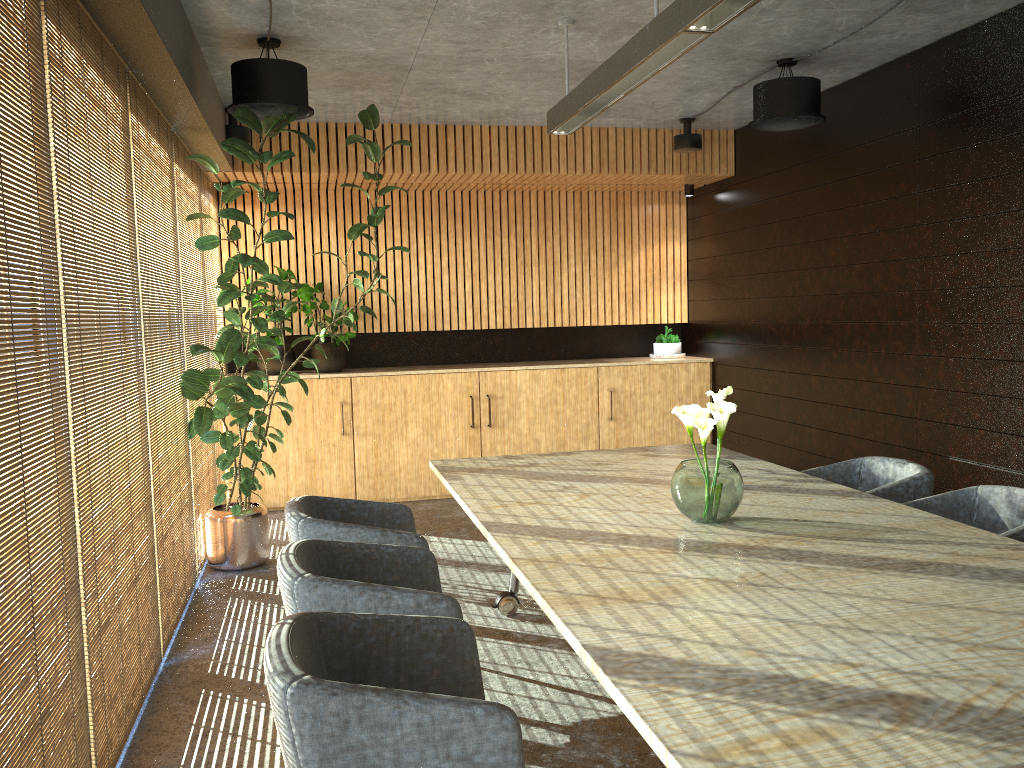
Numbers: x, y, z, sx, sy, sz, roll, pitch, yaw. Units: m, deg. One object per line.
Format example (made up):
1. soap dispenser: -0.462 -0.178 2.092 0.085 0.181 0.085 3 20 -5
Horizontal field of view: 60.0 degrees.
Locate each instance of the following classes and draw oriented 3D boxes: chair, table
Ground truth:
1. chair: -0.302 1.143 2.518 0.761 0.944 0.706 -3 5 -12
2. chair: 2.038 0.962 3.956 0.761 0.944 0.706 -3 5 -12
3. table: 0.826 1.025 3.688 1.816 0.927 3.932 -3 5 -12
4. chair: -0.499 1.077 3.394 0.761 0.944 0.706 -3 5 -12
5. chair: 1.841 0.897 4.831 0.761 0.944 0.706 -3 5 -12
6. chair: -0.696 1.012 4.269 0.761 0.944 0.706 -3 5 -12

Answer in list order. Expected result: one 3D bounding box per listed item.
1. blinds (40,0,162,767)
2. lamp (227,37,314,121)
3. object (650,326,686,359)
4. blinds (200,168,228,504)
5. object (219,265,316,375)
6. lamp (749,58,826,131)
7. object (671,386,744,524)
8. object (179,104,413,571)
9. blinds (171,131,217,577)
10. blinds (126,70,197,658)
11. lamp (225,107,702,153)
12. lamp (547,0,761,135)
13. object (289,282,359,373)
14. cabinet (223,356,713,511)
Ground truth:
1. blinds: -1.724 -0.012 3.826 0.039 3.038 1.422 -3 5 -12
2. lamp: -1.481 -1.876 5.419 0.513 0.497 0.513 -6 6 -42
3. object: 1.681 -0.457 9.595 0.384 0.347 0.384 -1 5 10
4. blinds: -2.694 -0.333 8.136 0.039 3.038 1.422 -3 5 -12
5. object: -2.340 -0.614 8.515 0.666 1.054 0.640 1 5 29
6. lamp: 1.911 -2.030 6.171 0.513 0.497 0.513 0 5 17
7. object: 0.798 0.290 3.649 0.295 0.546 0.322 -2 5 -3
8. object: -1.825 -0.285 6.276 1.958 3.266 1.875 1 5 26
9. blinds: -2.373 -0.226 6.708 0.039 3.038 1.422 -3 5 -12
10. blinds: -2.045 -0.118 5.254 0.039 3.038 1.422 -3 5 -12
11. lamp: -0.332 -2.167 7.563 4.179 0.294 0.257 -3 5 -12
12. lamp: 0.720 -1.693 3.475 0.151 0.618 4.009 -3 5 -12
13. object: -1.834 -0.549 8.619 0.679 0.880 0.512 -2 5 -9
14. cabinet: -0.401 0.450 9.120 4.954 1.272 1.006 -3 5 -12
